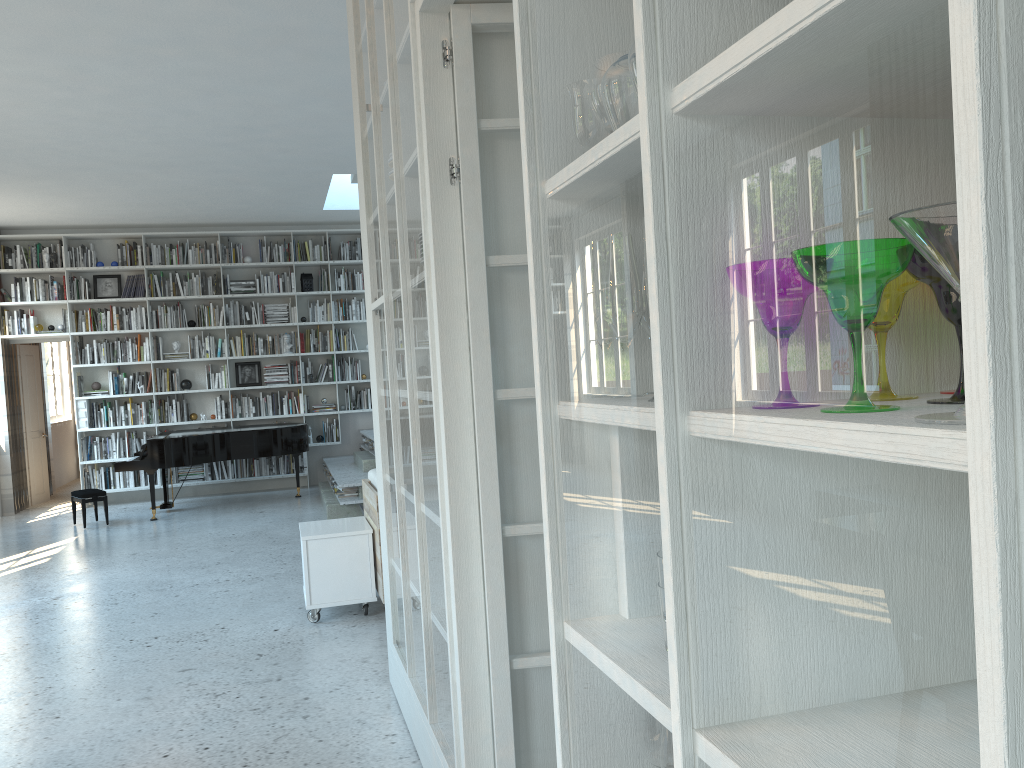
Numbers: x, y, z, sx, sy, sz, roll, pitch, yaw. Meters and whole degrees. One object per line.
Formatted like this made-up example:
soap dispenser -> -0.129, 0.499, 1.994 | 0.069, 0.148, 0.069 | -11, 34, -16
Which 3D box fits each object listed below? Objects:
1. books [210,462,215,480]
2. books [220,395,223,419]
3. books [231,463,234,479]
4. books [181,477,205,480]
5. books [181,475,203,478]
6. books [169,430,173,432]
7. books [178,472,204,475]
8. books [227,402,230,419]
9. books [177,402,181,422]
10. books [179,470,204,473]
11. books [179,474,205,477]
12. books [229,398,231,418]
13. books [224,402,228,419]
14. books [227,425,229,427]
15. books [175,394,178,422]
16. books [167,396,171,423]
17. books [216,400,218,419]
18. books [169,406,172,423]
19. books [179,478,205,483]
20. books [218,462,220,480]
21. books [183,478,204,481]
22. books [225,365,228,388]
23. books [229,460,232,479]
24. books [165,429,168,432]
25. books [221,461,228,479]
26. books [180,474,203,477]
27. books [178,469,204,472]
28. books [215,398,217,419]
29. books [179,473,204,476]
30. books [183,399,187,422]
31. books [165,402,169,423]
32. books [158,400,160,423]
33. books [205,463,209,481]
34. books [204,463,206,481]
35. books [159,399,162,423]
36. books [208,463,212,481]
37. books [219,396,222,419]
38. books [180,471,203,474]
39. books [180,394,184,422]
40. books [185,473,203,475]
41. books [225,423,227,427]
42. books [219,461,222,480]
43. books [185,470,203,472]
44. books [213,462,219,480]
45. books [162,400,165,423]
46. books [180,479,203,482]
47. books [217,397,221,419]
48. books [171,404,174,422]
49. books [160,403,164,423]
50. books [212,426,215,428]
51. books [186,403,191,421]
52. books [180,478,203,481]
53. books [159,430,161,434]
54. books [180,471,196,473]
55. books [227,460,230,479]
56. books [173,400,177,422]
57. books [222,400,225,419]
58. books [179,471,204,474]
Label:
books -> -3.606, 1.032, 10.674 | 0.028, 0.238, 0.136 | -4, 2, -15
books -> -3.499, 0.274, 10.689 | 0.014, 0.291, 0.131 | -4, 2, -15
books -> -3.377, 1.047, 10.726 | 0.024, 0.180, 0.171 | -4, 2, -15
books -> -3.828, 1.128, 10.610 | 0.285, 0.007, 0.159 | -4, 1, -19
books -> -3.828, 1.100, 10.610 | 0.254, 0.007, 0.161 | -4, 1, -19
books -> -4.049, 0.692, 10.558 | 0.026, 0.273, 0.146 | -4, 2, -15
books -> -3.832, 1.066, 10.615 | 0.285, 0.007, 0.159 | -4, 1, -14
books -> -3.420, 0.314, 10.709 | 0.024, 0.201, 0.158 | -4, 2, -15
books -> -3.966, 0.329, 10.568 | 0.028, 0.241, 0.135 | -4, 2, -15
books -> -3.835, 1.047, 10.612 | 0.285, 0.005, 0.159 | -4, 1, -17
books -> -3.828, 1.093, 10.609 | 0.285, 0.007, 0.159 | -4, 1, -19
books -> -3.408, 0.292, 10.739 | 0.019, 0.242, 0.107 | -4, 2, -15
books -> -3.450, 0.319, 10.714 | 0.031, 0.195, 0.142 | -4, 2, -15
books -> -3.422, 0.644, 10.715 | 0.021, 0.290, 0.160 | -4, 2, -15
books -> -3.991, 0.282, 10.569 | 0.013, 0.339, 0.138 | -4, 2, -15
books -> -4.067, 0.300, 10.526 | 0.014, 0.313, 0.166 | -4, 2, -15
books -> -3.549, 0.310, 10.685 | 0.015, 0.225, 0.148 | -4, 2, -15
books -> -4.046, 0.357, 10.537 | 0.024, 0.196, 0.157 | -4, 2, -15
books -> -3.829, 1.155, 10.620 | 0.285, 0.007, 0.159 | -4, 1, -15
books -> -3.524, 1.030, 10.682 | 0.011, 0.232, 0.174 | -4, 2, -15
books -> -3.829, 1.141, 10.619 | 0.254, 0.007, 0.161 | -4, 1, -15
books -> -3.437, -0.092, 10.684 | 0.021, 0.282, 0.162 | -4, 2, -15
books -> -3.398, 1.008, 10.703 | 0.024, 0.260, 0.189 | -4, 2, -15
books -> -4.098, 0.688, 10.536 | 0.013, 0.288, 0.161 | -4, 2, -15
books -> -3.474, 1.005, 10.701 | 0.073, 0.276, 0.181 | -4, 2, -15
books -> -3.830, 1.086, 10.616 | 0.254, 0.007, 0.161 | -4, 1, -14
books -> -3.836, 1.031, 10.613 | 0.285, 0.005, 0.159 | -4, 1, -16
books -> -3.560, 0.297, 10.673 | 0.012, 0.254, 0.161 | -4, 2, -15
books -> -3.828, 1.080, 10.606 | 0.285, 0.007, 0.159 | -4, 1, -20
books -> -3.887, 0.314, 10.571 | 0.027, 0.261, 0.163 | -4, 2, -15
books -> -4.092, 0.334, 10.521 | 0.042, 0.248, 0.162 | -4, 2, -15
books -> -4.176, 0.325, 10.511 | 0.013, 0.276, 0.147 | -4, 2, -15
books -> -3.664, 1.022, 10.659 | 0.031, 0.266, 0.144 | -4, 2, -15
books -> -3.680, 1.029, 10.639 | 0.012, 0.254, 0.161 | -4, 2, -15
books -> -4.161, 0.321, 10.505 | 0.013, 0.283, 0.146 | -4, 2, -15
books -> -3.629, 1.052, 10.656 | 0.029, 0.202, 0.178 | -4, 2, -15
books -> -3.511, 0.282, 10.690 | 0.010, 0.277, 0.155 | -4, 2, -15
books -> -3.836, 1.053, 10.616 | 0.254, 0.006, 0.161 | -4, 1, -15
books -> -3.927, 0.283, 10.562 | 0.050, 0.328, 0.166 | -4, 2, -15
books -> -3.831, 1.073, 10.615 | 0.254, 0.007, 0.161 | -4, 1, -14
books -> -3.437, 0.630, 10.701 | 0.013, 0.320, 0.173 | -4, 2, -15
books -> -3.513, 1.008, 10.677 | 0.012, 0.275, 0.180 | -4, 2, -15
books -> -3.836, 1.037, 10.614 | 0.285, 0.005, 0.159 | -4, 1, -14
books -> -3.561, 1.022, 10.675 | 0.062, 0.253, 0.177 | -4, 2, -15
books -> -4.117, 0.324, 10.506 | 0.012, 0.272, 0.181 | -4, 2, -15
books -> -3.827, 1.148, 10.611 | 0.254, 0.007, 0.161 | -4, 1, -11
books -> -3.525, 0.287, 10.672 | 0.027, 0.269, 0.159 | -4, 2, -15
books -> -4.024, 0.346, 10.539 | 0.021, 0.215, 0.172 | -4, 2, -15
books -> -4.138, 0.341, 10.508 | 0.030, 0.239, 0.157 | -4, 2, -15
books -> -3.586, 0.652, 10.684 | 0.025, 0.294, 0.134 | -4, 2, -15
books -> -3.865, 0.337, 10.592 | 0.023, 0.212, 0.160 | -4, 2, -15
books -> -3.829, 1.135, 10.617 | 0.254, 0.007, 0.161 | -4, 1, -14
books -> -4.167, 0.694, 10.522 | 0.012, 0.285, 0.159 | -4, 2, -15
books -> -3.836, 1.042, 10.613 | 0.254, 0.006, 0.161 | -4, 1, -16
books -> -3.430, 1.010, 10.727 | 0.025, 0.259, 0.132 | -4, 2, -15
books -> -4.001, 0.318, 10.541 | 0.027, 0.269, 0.185 | -4, 2, -15
books -> -3.474, 0.308, 10.687 | 0.029, 0.221, 0.153 | -4, 2, -15
books -> -3.833, 1.059, 10.617 | 0.285, 0.007, 0.159 | -4, 1, -15
